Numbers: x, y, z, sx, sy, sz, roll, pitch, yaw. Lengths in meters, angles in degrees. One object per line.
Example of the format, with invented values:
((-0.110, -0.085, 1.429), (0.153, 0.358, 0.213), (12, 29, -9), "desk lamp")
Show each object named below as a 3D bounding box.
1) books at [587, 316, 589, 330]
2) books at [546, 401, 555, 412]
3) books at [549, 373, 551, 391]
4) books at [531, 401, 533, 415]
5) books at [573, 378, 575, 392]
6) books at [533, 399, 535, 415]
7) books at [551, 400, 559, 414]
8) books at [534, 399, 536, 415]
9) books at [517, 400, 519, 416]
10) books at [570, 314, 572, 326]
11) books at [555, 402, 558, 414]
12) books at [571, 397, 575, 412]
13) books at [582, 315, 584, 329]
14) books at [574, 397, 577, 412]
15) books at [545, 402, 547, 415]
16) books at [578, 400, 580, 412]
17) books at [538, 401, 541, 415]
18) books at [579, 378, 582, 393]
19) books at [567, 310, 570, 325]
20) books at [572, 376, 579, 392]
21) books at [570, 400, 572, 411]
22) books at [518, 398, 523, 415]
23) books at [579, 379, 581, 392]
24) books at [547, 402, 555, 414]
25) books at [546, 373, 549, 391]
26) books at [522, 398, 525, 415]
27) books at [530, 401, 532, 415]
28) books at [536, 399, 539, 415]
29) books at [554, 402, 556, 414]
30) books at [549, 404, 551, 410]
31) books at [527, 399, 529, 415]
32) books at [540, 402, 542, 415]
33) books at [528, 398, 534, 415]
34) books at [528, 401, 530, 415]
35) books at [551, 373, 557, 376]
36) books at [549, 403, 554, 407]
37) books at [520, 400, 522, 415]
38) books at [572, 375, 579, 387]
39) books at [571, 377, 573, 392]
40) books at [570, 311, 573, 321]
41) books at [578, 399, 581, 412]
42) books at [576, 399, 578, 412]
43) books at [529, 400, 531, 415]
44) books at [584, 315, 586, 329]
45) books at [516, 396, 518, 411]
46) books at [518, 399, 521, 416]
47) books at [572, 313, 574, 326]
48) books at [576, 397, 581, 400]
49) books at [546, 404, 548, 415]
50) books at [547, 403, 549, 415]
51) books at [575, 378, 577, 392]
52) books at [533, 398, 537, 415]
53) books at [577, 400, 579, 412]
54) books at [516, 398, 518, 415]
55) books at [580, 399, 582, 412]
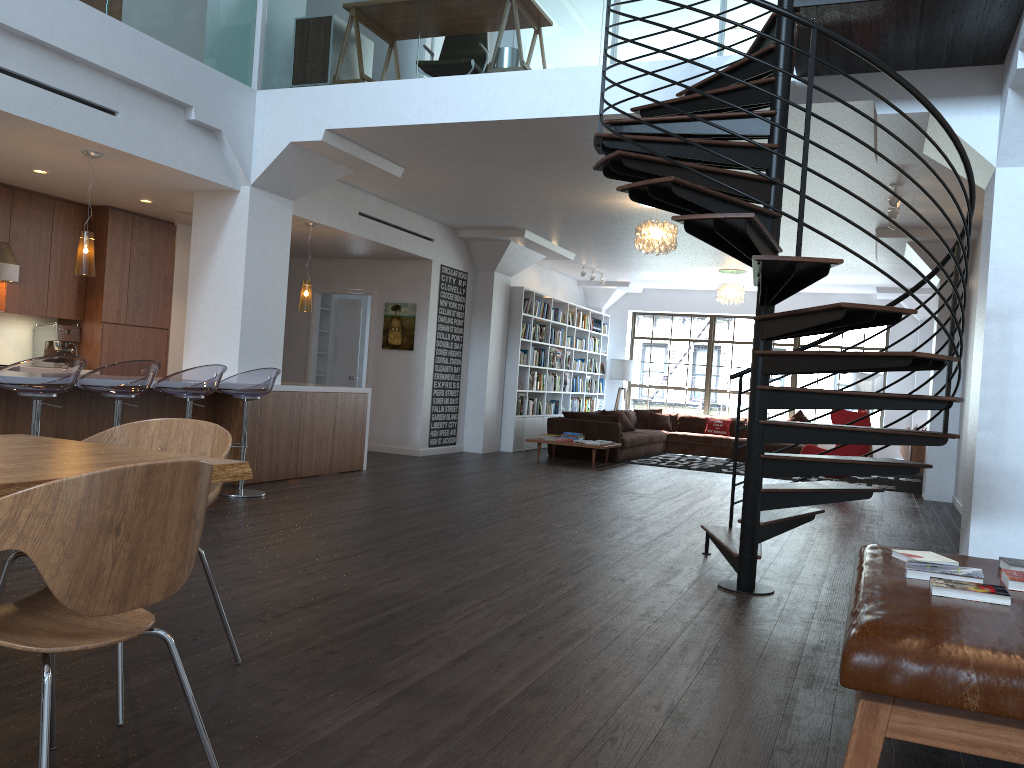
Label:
((1.282, -1.097, 15.892), (0.183, 0.253, 0.034), (4, 0, 22), "books")
((0.632, 0.394, 14.579), (0.146, 0.202, 0.027), (4, 0, 22), "books")
((0.537, -0.035, 14.271), (0.176, 0.290, 0.053), (4, 0, 22), "books")
((0.230, 0.369, 13.590), (0.161, 0.223, 0.030), (4, 0, 22), "books")
((1.005, 0.016, 15.400), (0.174, 0.243, 0.085), (4, 0, 22), "books")
((0.267, 0.350, 13.695), (0.171, 0.246, 0.039), (4, 0, 22), "books")
((0.707, 0.383, 14.758), (0.140, 0.231, 0.042), (4, 0, 22), "books")
((0.280, 0.349, 13.732), (0.160, 0.251, 0.039), (4, 0, 22), "books")
((0.016, 0.348, 13.072), (0.161, 0.223, 0.032), (4, 0, 22), "books")
((0.926, -1.093, 15.022), (0.161, 0.207, 0.130), (4, 0, 22), "books")
((0.677, 0.396, 14.678), (0.146, 0.202, 0.027), (4, 0, 22), "books")
((0.983, 0.373, 15.443), (0.198, 0.284, 0.066), (4, 0, 22), "books")
((1.184, -1.099, 15.660), (0.171, 0.246, 0.057), (4, 0, 22), "books")
((1.033, 0.373, 15.542), (0.176, 0.290, 0.053), (4, 0, 22), "books")
((0.483, 0.388, 14.216), (0.136, 0.196, 0.045), (4, 0, 22), "books")
((1.103, 0.402, 15.727), (0.174, 0.240, 0.045), (4, 0, 22), "books")
((0.364, 0.362, 13.931), (0.174, 0.236, 0.142), (4, 0, 22), "books")
((1.150, 0.021, 15.767), (0.170, 0.251, 0.118), (4, 0, 22), "books")
((0.868, -1.120, 14.893), (0.183, 0.253, 0.042), (4, 0, 22), "books")
((1.068, -0.003, 15.581), (0.197, 0.290, 0.136), (4, 0, 22), "books")
((0.938, 0.393, 15.332), (0.174, 0.240, 0.045), (4, 0, 22), "books")
((0.068, 0.335, 13.220), (0.183, 0.253, 0.042), (4, 0, 22), "books")
((1.132, 0.024, 15.716), (0.174, 0.242, 0.105), (4, 0, 22), "books")
((0.624, 0.399, 14.547), (0.139, 0.191, 0.036), (4, 0, 22), "books")
((0.487, -0.035, 14.172), (0.198, 0.284, 0.066), (4, 0, 22), "books")
((0.100, 0.338, 13.296), (0.180, 0.251, 0.048), (4, 0, 22), "books")
((0.214, 0.359, 13.563), (0.161, 0.223, 0.033), (4, 0, 22), "books")
((0.331, 0.351, 13.847), (0.183, 0.253, 0.042), (4, 0, 22), "books")
((0.650, 0.395, 14.600), (0.146, 0.202, 0.027), (4, 0, 22), "books")
((0.568, 0.408, 14.399), (0.120, 0.167, 0.020), (4, 0, 22), "books")
((0.165, 0.342, 13.455), (0.160, 0.251, 0.031), (4, 0, 22), "books")
((0.392, 0.378, 13.981), (0.161, 0.207, 0.135), (4, 0, 22), "books")
((0.236, 0.344, 13.628), (0.183, 0.253, 0.042), (4, 0, 22), "books")
((0.184, 0.357, 13.481), (0.161, 0.223, 0.032), (4, 0, 22), "books")
((0.638, -0.029, 14.524), (0.176, 0.290, 0.036), (4, 0, 22), "books")
((0.615, 0.405, 14.519), (0.128, 0.178, 0.021), (4, 0, 22), "books")
((0.066, 0.351, 13.180), (0.161, 0.223, 0.032), (4, 0, 22), "books")
((1.096, -0.002, 15.637), (0.176, 0.293, 0.125), (4, 0, 22), "books")
((0.965, 0.008, 15.306), (0.182, 0.255, 0.077), (4, 0, 22), "books")
((0.949, -1.114, 15.100), (0.160, 0.251, 0.031), (4, 0, 22), "books")
((1.129, 0.397, 15.759), (0.183, 0.253, 0.034), (4, 0, 22), "books")
((1.065, 0.393, 15.611), (0.183, 0.253, 0.034), (4, 0, 22), "books")
((0.192, 0.353, 13.525), (0.176, 0.231, 0.053), (4, 0, 22), "books")
((1.214, -1.101, 15.737), (0.183, 0.253, 0.034), (4, 0, 22), "books")
((-0.025, 0.314, 13.013), (0.198, 0.284, 0.049), (4, 0, 22), "books")
((0.034, 0.340, 13.112), (0.174, 0.240, 0.054), (4, 0, 22), "books")
((0.968, -1.099, 15.126), (0.161, 0.223, 0.032), (4, 0, 22), "books")
((1.135, 0.379, 15.795), (0.176, 0.290, 0.036), (4, 0, 22), "books")
((0.508, 0.398, 14.264), (0.128, 0.178, 0.022), (4, 0, 22), "books")
((0.518, 0.396, 14.311), (0.134, 0.184, 0.030), (4, 0, 22), "books")
((1.042, 0.015, 15.479), (0.182, 0.253, 0.098), (4, 0, 22), "books")
((0.293, 0.345, 13.770), (0.180, 0.259, 0.042), (4, 0, 22), "books")
((1.080, 0.398, 15.654), (0.171, 0.246, 0.057), (4, 0, 22), "books")
((-0.003, 0.333, 13.047), (0.160, 0.251, 0.031), (4, 0, 22), "books")
((1.153, 0.396, 15.839), (0.180, 0.259, 0.060), (4, 0, 22), "books")
